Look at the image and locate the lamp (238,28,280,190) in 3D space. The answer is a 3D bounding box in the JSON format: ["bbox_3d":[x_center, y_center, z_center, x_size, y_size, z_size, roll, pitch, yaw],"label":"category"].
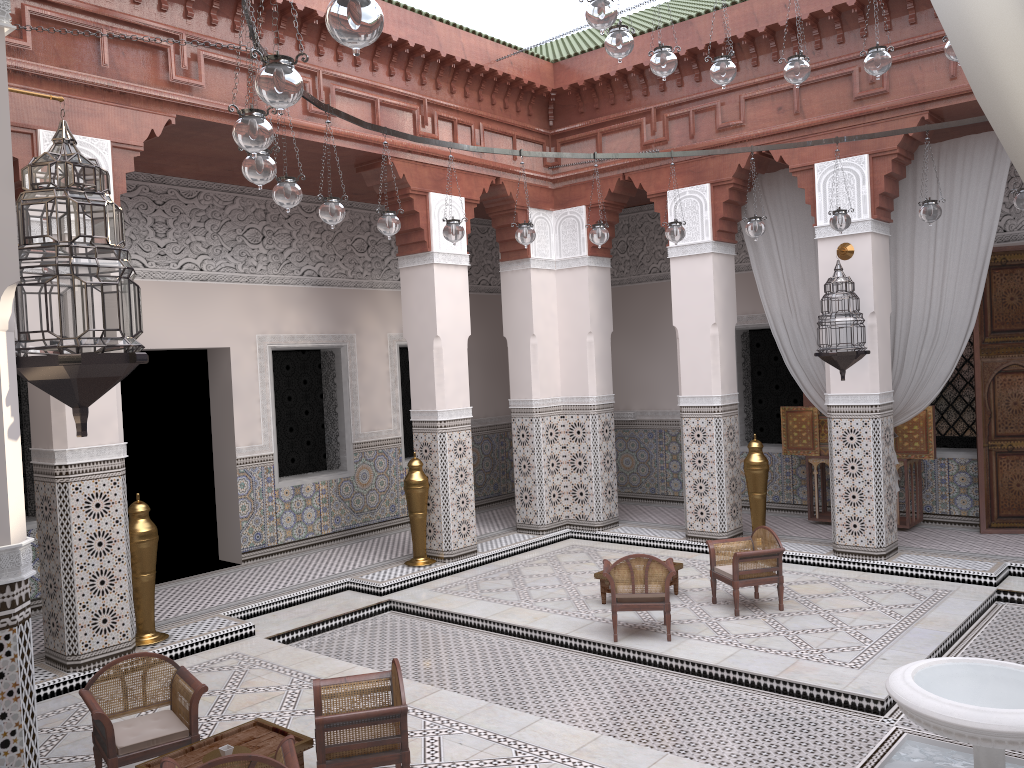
[{"bbox_3d":[-0.600,-0.634,2.048,0.090,0.371,0.091,-4,2,-35],"label":"lamp"}]

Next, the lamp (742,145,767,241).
[{"bbox_3d":[0.948,-0.745,3.476,0.091,0.371,0.090,-4,2,-35],"label":"lamp"}]

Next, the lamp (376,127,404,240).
[{"bbox_3d":[-0.424,-0.665,2.944,0.090,0.371,0.091,-4,2,-35],"label":"lamp"}]

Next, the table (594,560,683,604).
[{"bbox_3d":[0.531,0.826,3.686,0.229,0.142,0.330,-2,2,40],"label":"table"}]

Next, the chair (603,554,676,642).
[{"bbox_3d":[0.465,0.754,3.232,0.263,0.313,0.208,-3,1,7],"label":"chair"}]

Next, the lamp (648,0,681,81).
[{"bbox_3d":[0.431,-1.056,2.547,0.091,0.371,0.090,-3,2,-25],"label":"lamp"}]

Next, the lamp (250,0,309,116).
[{"bbox_3d":[-0.400,-0.629,1.462,0.090,0.371,0.091,-4,2,-35],"label":"lamp"}]

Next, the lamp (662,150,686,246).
[{"bbox_3d":[0.637,-0.730,3.498,0.091,0.371,0.090,-4,2,-45],"label":"lamp"}]

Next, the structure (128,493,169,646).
[{"bbox_3d":[-1.351,0.667,3.239,0.156,0.539,0.156,-3,1,1],"label":"structure"}]

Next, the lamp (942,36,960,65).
[{"bbox_3d":[1.278,-1.097,2.538,0.091,0.371,0.090,-3,1,-10],"label":"lamp"}]

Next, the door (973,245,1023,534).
[{"bbox_3d":[2.872,-0.017,4.106,1.244,1.461,0.419,-2,2,40],"label":"door"}]

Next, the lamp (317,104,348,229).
[{"bbox_3d":[-0.556,-0.651,2.663,0.090,0.371,0.091,-4,2,-35],"label":"lamp"}]

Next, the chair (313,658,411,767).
[{"bbox_3d":[-0.359,0.823,2.097,0.208,0.313,0.263,-3,1,-14],"label":"chair"}]

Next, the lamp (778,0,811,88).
[{"bbox_3d":[0.853,-1.080,2.682,0.091,0.371,0.090,-4,2,-45],"label":"lamp"}]

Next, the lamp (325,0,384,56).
[{"bbox_3d":[-0.228,-0.631,1.205,0.090,0.371,0.091,-3,1,-15],"label":"lamp"}]

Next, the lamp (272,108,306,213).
[{"bbox_3d":[-0.613,-0.641,2.358,0.090,0.371,0.091,-4,2,-35],"label":"lamp"}]

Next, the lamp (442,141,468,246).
[{"bbox_3d":[-0.224,-0.681,3.179,0.090,0.371,0.091,-4,2,-35],"label":"lamp"}]

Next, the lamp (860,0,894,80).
[{"bbox_3d":[1.082,-1.090,2.637,0.091,0.371,0.090,-3,2,-25],"label":"lamp"}]

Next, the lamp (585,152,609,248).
[{"bbox_3d":[0.331,-0.715,3.459,0.090,0.371,0.091,-2,2,35],"label":"lamp"}]

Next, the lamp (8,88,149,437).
[{"bbox_3d":[-0.692,-0.192,1.387,0.216,0.552,0.221,-2,2,40],"label":"lamp"}]

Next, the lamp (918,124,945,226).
[{"bbox_3d":[1.540,-0.769,3.273,0.091,0.371,0.090,-3,1,-5],"label":"lamp"}]

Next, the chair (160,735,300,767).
[{"bbox_3d":[-0.544,0.841,1.730,0.263,0.313,0.208,-3,2,-19],"label":"chair"}]

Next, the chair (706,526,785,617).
[{"bbox_3d":[0.921,0.725,3.495,0.208,0.313,0.263,-3,1,-14],"label":"chair"}]

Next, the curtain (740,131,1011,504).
[{"bbox_3d":[1.675,-0.196,4.184,1.304,1.761,0.048,-2,2,40],"label":"curtain"}]

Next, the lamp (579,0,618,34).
[{"bbox_3d":[0.207,-1.035,2.158,0.090,0.371,0.091,-2,2,25],"label":"lamp"}]

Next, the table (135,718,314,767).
[{"bbox_3d":[-0.668,0.924,2.085,0.229,0.142,0.330,-2,2,40],"label":"table"}]

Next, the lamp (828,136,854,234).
[{"bbox_3d":[1.253,-0.758,3.396,0.091,0.371,0.090,-3,1,-15],"label":"lamp"}]

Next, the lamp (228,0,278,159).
[{"bbox_3d":[-0.526,-0.630,1.747,0.090,0.371,0.091,-4,2,-35],"label":"lamp"}]

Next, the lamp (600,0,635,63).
[{"bbox_3d":[0.280,-1.044,2.373,0.091,0.371,0.090,-4,2,-45],"label":"lamp"}]

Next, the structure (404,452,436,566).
[{"bbox_3d":[-0.457,0.597,4.292,0.156,0.539,0.156,-3,1,1],"label":"structure"}]

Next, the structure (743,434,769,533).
[{"bbox_3d":[1.209,0.514,4.372,0.156,0.539,0.156,-2,1,12],"label":"structure"}]

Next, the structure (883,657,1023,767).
[{"bbox_3d":[1.106,0.849,2.059,0.528,0.310,0.501,-2,2,40],"label":"structure"}]

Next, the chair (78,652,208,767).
[{"bbox_3d":[-0.911,0.847,2.198,0.263,0.313,0.208,-4,2,-35],"label":"chair"}]

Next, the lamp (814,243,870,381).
[{"bbox_3d":[1.436,-0.323,3.879,0.216,0.618,0.217,-2,2,40],"label":"lamp"}]

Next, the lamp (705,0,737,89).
[{"bbox_3d":[0.620,-1.068,2.653,0.090,0.371,0.091,-2,2,20],"label":"lamp"}]

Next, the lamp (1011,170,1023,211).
[{"bbox_3d":[1.793,-0.777,3.097,0.091,0.371,0.090,-3,1,-15],"label":"lamp"}]

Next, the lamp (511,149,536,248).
[{"bbox_3d":[0.040,-0.698,3.352,0.090,0.371,0.091,-2,2,20],"label":"lamp"}]
